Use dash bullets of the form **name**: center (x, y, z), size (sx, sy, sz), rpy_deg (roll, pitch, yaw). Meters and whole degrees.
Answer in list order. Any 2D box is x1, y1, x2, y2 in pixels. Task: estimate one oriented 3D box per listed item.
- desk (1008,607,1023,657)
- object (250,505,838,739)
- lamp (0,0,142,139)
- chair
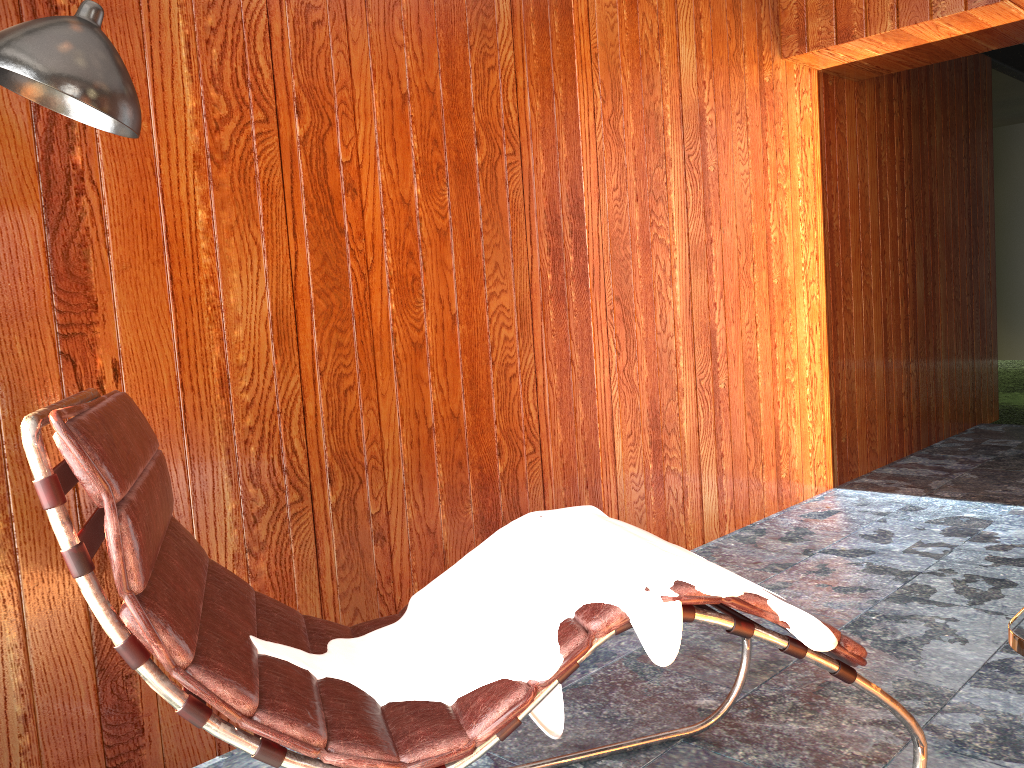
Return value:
- **desk**: center (1.538, 0.451, 1.114), size (1.150, 0.632, 1.900), rpy_deg (1, 7, 45)
- **object**: center (0.110, 0.519, 1.602), size (0.897, 0.489, 0.713), rpy_deg (-3, 5, 13)
- **lamp**: center (-0.767, 0.147, 1.399), size (0.595, 1.514, 0.410), rpy_deg (-8, 6, -36)
- **chair**: center (-0.018, 0.399, 1.526), size (1.298, 0.886, 0.593), rpy_deg (-6, 5, -17)
